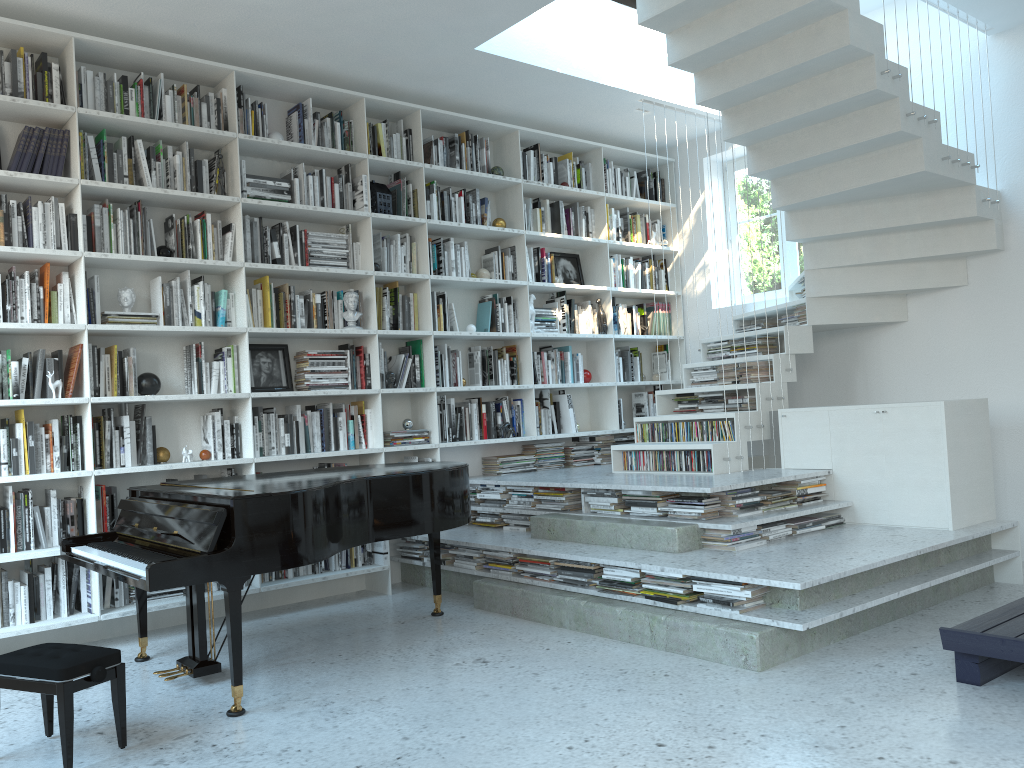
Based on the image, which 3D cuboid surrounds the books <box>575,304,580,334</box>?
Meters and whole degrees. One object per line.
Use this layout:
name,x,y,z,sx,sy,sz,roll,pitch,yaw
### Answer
books,0.463,-0.486,6.879,0.031,0.250,0.133,-2,-2,-39

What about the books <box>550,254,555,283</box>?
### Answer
books,0.256,-0.847,6.696,0.026,0.243,0.178,-2,-2,-39

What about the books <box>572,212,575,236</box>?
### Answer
books,0.418,-1.205,6.853,0.031,0.217,0.165,-2,-2,-39

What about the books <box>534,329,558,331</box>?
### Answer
books,0.182,-0.397,6.617,0.285,0.012,0.159,-2,-2,-34

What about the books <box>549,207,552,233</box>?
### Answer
books,0.242,-1.210,6.728,0.025,0.238,0.143,-2,-2,-39

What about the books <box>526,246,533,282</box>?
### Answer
books,0.076,-0.864,6.571,0.065,0.289,0.146,-2,-2,-39

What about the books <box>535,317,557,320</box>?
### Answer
books,0.177,-0.481,6.625,0.285,0.012,0.159,-1,-3,-42

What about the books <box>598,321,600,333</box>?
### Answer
books,0.631,-0.457,6.977,0.027,0.179,0.166,-2,-2,-39

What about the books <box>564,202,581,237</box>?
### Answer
books,0.457,-1.245,6.881,0.022,0.294,0.181,-2,-2,-39

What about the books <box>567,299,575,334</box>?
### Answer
books,0.410,-0.502,6.806,0.059,0.282,0.167,-2,-2,-39

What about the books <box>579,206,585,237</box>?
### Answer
books,0.498,-1.234,6.917,0.036,0.272,0.177,-2,-2,-39

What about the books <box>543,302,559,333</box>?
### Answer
books,0.297,-0.484,6.719,0.012,0.254,0.161,-2,-2,-39

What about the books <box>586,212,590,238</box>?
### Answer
books,0.545,-1.216,6.975,0.022,0.234,0.158,-2,-2,-39

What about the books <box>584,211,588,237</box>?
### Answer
books,0.520,-1.219,6.943,0.030,0.241,0.162,-2,-2,-39

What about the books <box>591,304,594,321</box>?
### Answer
books,0.584,-0.493,6.958,0.024,0.254,0.145,-2,-2,-39

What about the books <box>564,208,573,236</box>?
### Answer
books,0.394,-1.216,6.826,0.014,0.240,0.189,-2,-2,-39

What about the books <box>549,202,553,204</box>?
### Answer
books,0.281,-1.234,6.772,0.012,0.285,0.159,-2,-2,-39

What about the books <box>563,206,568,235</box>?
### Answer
books,0.354,-1.235,6.825,0.048,0.283,0.162,-2,-2,-39

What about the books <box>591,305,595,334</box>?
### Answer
books,0.568,-0.485,6.926,0.041,0.239,0.176,-2,-2,-39

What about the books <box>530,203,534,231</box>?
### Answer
books,0.107,-1.212,6.628,0.026,0.250,0.130,-2,-2,-39

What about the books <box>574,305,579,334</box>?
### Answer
books,0.451,-0.483,6.846,0.031,0.242,0.147,-2,-2,-39

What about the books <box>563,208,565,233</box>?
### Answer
books,0.330,-1.209,6.768,0.030,0.230,0.187,-2,-2,-39

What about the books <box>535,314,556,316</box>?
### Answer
books,0.178,-0.506,6.622,0.285,0.012,0.159,-1,-3,-44

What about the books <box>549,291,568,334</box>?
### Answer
books,0.356,-0.529,6.748,0.010,0.339,0.180,-2,-2,-39

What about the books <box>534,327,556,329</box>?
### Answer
books,0.179,-0.409,6.620,0.254,0.012,0.161,-2,-3,-35

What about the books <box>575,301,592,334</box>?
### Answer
books,0.545,-0.500,6.905,0.021,0.271,0.191,-2,-2,-39

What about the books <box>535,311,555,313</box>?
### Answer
books,0.173,-0.529,6.628,0.254,0.012,0.161,-2,-3,-37

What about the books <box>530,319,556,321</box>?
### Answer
books,0.180,-0.470,6.622,0.254,0.012,0.161,-2,-2,-34

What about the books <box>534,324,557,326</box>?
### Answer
books,0.176,-0.433,6.624,0.285,0.012,0.159,-1,-3,-41

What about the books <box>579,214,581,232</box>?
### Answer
books,0.475,-1.222,6.908,0.011,0.249,0.152,-2,-2,-39

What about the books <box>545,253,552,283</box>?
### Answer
books,0.231,-0.851,6.689,0.021,0.253,0.167,-2,-2,-39

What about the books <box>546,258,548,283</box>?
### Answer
books,0.211,-0.830,6.672,0.033,0.213,0.153,-2,-2,-39

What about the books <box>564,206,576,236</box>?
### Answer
books,0.432,-1.228,6.878,0.023,0.264,0.156,-2,-2,-39

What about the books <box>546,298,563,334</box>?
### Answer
books,0.323,-0.500,6.755,0.012,0.285,0.159,-2,-2,-39

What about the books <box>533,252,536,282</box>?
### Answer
books,0.121,-0.854,6.628,0.043,0.269,0.131,-2,-2,-39

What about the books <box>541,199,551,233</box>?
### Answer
books,0.227,-1.234,6.705,0.026,0.288,0.156,-2,-2,-39

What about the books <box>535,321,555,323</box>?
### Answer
books,0.172,-0.457,6.628,0.254,0.012,0.161,-2,-3,-39

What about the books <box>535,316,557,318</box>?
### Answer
books,0.175,-0.493,6.627,0.285,0.012,0.159,-2,-3,-37

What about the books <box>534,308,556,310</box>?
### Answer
books,0.171,-0.553,6.629,0.285,0.012,0.159,-2,-3,-37

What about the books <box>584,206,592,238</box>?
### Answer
books,0.565,-1.242,6.988,0.026,0.284,0.147,-2,-2,-39

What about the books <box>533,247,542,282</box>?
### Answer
books,0.157,-0.866,6.627,0.012,0.287,0.176,-2,-2,-39

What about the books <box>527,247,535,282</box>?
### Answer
books,0.105,-0.862,6.603,0.012,0.285,0.159,-2,-2,-39

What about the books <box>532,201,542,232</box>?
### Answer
books,0.158,-1.219,6.646,0.026,0.261,0.167,-2,-2,-39

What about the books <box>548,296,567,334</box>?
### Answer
books,0.348,-0.510,6.742,0.011,0.300,0.184,-2,-2,-39

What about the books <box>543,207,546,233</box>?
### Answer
books,0.196,-1.207,6.705,0.024,0.236,0.146,-2,-2,-39

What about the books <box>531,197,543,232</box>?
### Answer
books,0.166,-1.237,6.664,0.011,0.296,0.162,-2,-2,-39

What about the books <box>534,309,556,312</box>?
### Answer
books,0.172,-0.541,6.628,0.285,0.012,0.159,-1,-3,-41

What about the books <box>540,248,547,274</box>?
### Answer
books,0.193,-0.865,6.655,0.014,0.285,0.175,-2,-2,-39

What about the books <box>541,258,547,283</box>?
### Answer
books,0.192,-0.827,6.636,0.013,0.207,0.190,-2,-2,-39

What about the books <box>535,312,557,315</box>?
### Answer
books,0.173,-0.517,6.628,0.285,0.012,0.159,-2,-3,-37

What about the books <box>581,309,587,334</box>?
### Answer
books,0.513,-0.469,6.908,0.025,0.213,0.155,-2,-2,-39

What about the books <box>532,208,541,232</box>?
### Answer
books,0.143,-1.192,6.625,0.025,0.207,0.175,-2,-2,-39

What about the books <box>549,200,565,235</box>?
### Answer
books,0.296,-1.227,6.706,0.032,0.265,0.245,-2,-2,-39

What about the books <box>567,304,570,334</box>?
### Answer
books,0.370,-0.478,6.766,0.030,0.236,0.179,-2,-2,-39

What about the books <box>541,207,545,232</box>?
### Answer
books,0.184,-1.201,6.676,0.030,0.224,0.158,-2,-2,-39

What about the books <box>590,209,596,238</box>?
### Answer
books,0.588,-1.233,7.004,0.031,0.265,0.169,-2,-2,-39

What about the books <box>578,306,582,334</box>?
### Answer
books,0.487,-0.479,6.897,0.028,0.235,0.129,-2,-2,-39

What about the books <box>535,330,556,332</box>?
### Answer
books,0.181,-0.384,6.619,0.254,0.012,0.161,-1,-3,-43

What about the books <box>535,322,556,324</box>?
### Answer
books,0.180,-0.445,6.620,0.254,0.012,0.161,-1,-3,-44
